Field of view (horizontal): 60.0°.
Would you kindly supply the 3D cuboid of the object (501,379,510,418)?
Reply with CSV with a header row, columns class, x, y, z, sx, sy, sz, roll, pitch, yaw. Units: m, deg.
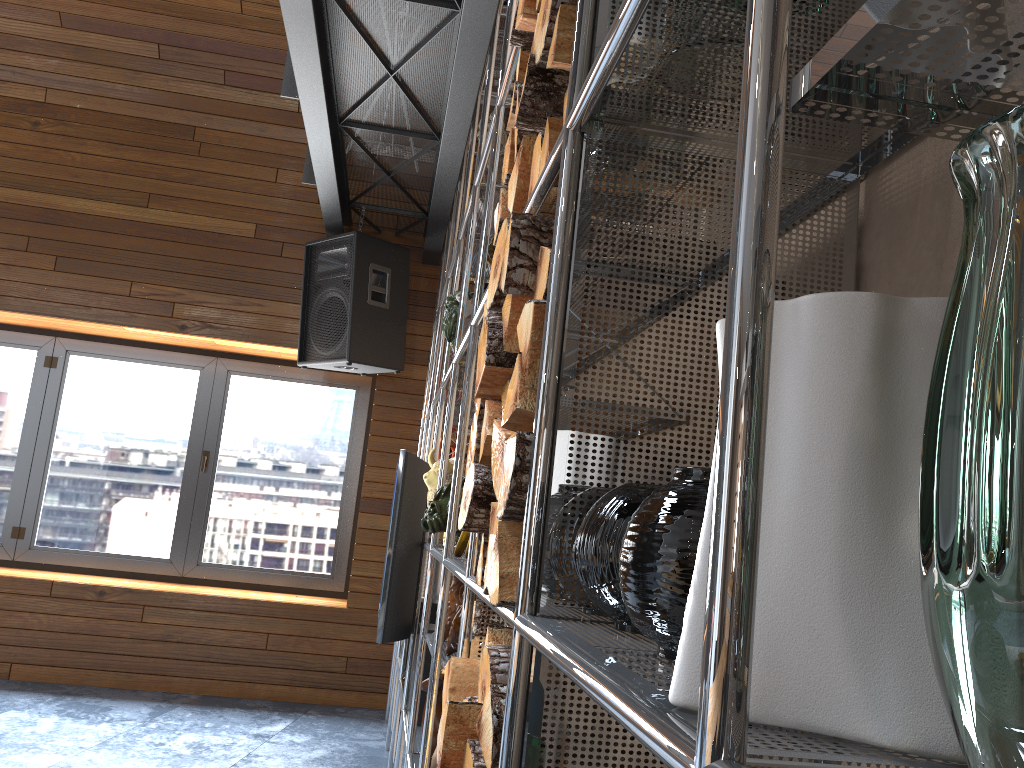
class,x,y,z,sx,sy,sz,roll,pitch,yaw
object,0.150,0.061,1.251,0.330,0.098,0.107,8,-9,-11

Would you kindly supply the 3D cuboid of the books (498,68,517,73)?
class,x,y,z,sx,sy,sz,roll,pitch,yaw
books,-0.011,-1.525,4.035,0.177,0.219,0.008,7,-9,-7

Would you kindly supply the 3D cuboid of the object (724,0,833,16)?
class,x,y,z,sx,sy,sz,roll,pitch,yaw
object,0.243,-0.465,0.772,0.113,0.253,0.112,7,-9,-7

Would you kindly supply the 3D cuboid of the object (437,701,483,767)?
class,x,y,z,sx,sy,sz,roll,pitch,yaw
object,0.087,0.465,1.122,0.362,0.115,0.098,7,-9,-8

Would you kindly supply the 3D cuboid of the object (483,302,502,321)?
class,x,y,z,sx,sy,sz,roll,pitch,yaw
object,0.134,-0.064,1.409,0.362,0.115,0.098,7,-9,-8

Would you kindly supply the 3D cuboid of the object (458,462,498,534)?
class,x,y,z,sx,sy,sz,roll,pitch,yaw
object,0.079,0.191,1.347,0.312,0.110,0.103,8,-9,-11

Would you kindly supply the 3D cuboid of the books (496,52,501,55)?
class,x,y,z,sx,sy,sz,roll,pitch,yaw
books,-0.023,-1.554,3.892,0.122,0.230,0.017,7,-9,-7

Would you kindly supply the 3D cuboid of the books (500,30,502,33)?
class,x,y,z,sx,sy,sz,roll,pitch,yaw
books,0.009,-1.562,3.738,0.131,0.205,0.051,7,-9,-7

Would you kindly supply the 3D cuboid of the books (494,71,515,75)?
class,x,y,z,sx,sy,sz,roll,pitch,yaw
books,-0.021,-1.523,4.053,0.164,0.219,0.010,7,-9,-7

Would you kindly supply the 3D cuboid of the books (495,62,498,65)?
class,x,y,z,sx,sy,sz,roll,pitch,yaw
books,-0.028,-1.528,3.982,0.125,0.206,0.019,7,-9,-7

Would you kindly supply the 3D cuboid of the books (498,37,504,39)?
class,x,y,z,sx,sy,sz,roll,pitch,yaw
books,0.003,-1.559,3.780,0.133,0.218,0.051,7,-9,-8

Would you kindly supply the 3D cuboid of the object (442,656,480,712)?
class,x,y,z,sx,sy,sz,roll,pitch,yaw
object,0.043,0.497,1.394,0.299,0.119,0.151,7,-9,-5

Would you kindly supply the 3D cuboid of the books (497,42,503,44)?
class,x,y,z,sx,sy,sz,roll,pitch,yaw
books,0.005,-1.554,3.829,0.155,0.215,0.055,7,-9,-7

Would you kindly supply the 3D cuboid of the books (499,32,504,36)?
class,x,y,z,sx,sy,sz,roll,pitch,yaw
books,0.012,-1.548,3.750,0.120,0.188,0.048,7,-9,-7

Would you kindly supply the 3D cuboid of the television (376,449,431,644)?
class,x,y,z,sx,sy,sz,roll,pitch,yaw
television,-0.427,0.611,3.461,0.115,0.639,1.074,7,-9,-7

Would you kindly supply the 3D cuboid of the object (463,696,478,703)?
class,x,y,z,sx,sy,sz,roll,pitch,yaw
object,0.079,0.512,1.284,0.303,0.090,0.098,7,-9,-8

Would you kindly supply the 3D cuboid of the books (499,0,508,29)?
class,x,y,z,sx,sy,sz,roll,pitch,yaw
books,0.010,-1.560,3.707,0.138,0.191,0.049,7,-9,-7

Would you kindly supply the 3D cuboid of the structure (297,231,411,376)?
class,x,y,z,sx,sy,sz,roll,pitch,yaw
structure,-0.844,-0.419,4.846,0.461,0.735,0.487,-2,-12,42

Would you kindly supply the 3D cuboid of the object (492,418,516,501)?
class,x,y,z,sx,sy,sz,roll,pitch,yaw
object,0.137,0.109,1.164,0.329,0.135,0.095,8,-9,-11

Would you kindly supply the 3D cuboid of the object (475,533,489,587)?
class,x,y,z,sx,sy,sz,roll,pitch,yaw
object,0.101,0.284,1.368,0.303,0.095,0.087,7,-9,-7

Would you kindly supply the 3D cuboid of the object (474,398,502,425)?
class,x,y,z,sx,sy,sz,roll,pitch,yaw
object,0.108,0.038,1.420,0.329,0.107,0.128,7,-9,-7

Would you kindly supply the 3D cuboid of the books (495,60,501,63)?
class,x,y,z,sx,sy,sz,roll,pitch,yaw
books,-0.014,-1.537,3.966,0.161,0.223,0.017,7,-9,-7

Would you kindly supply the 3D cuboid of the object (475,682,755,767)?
class,x,y,z,sx,sy,sz,roll,pitch,yaw
object,0.117,0.393,1.036,0.308,0.107,0.121,8,-9,-11

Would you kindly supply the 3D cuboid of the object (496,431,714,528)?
class,x,y,z,sx,sy,sz,roll,pitch,yaw
object,0.150,0.127,1.048,0.321,0.109,0.110,7,-9,-7

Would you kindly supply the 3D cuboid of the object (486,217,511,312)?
class,x,y,z,sx,sy,sz,roll,pitch,yaw
object,0.124,-0.153,1.335,0.312,0.150,0.140,8,-9,-11

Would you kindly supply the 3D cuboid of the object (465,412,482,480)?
class,x,y,z,sx,sy,sz,roll,pitch,yaw
object,0.073,0.130,1.438,0.286,0.143,0.143,7,-9,-8

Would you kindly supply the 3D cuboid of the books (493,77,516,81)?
class,x,y,z,sx,sy,sz,roll,pitch,yaw
books,-0.047,-1.601,4.515,0.234,0.016,0.182,7,-9,-7

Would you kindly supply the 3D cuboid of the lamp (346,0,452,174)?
class,x,y,z,sx,sy,sz,roll,pitch,yaw
lamp,-0.575,-1.559,4.368,0.475,1.002,0.475,4,-9,16

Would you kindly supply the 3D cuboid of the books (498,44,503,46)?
class,x,y,z,sx,sy,sz,roll,pitch,yaw
books,-0.005,-1.555,3.848,0.117,0.221,0.054,7,-9,-7

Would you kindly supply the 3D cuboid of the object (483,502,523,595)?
class,x,y,z,sx,sy,sz,roll,pitch,yaw
object,0.152,0.235,1.142,0.362,0.131,0.154,7,-9,-7

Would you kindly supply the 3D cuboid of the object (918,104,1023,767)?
class,x,y,z,sx,sy,sz,roll,pitch,yaw
object,0.231,0.036,0.331,0.144,0.264,0.142,2,-10,22

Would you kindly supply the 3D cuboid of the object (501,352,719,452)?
class,x,y,z,sx,sy,sz,roll,pitch,yaw
object,0.160,0.037,1.078,0.331,0.110,0.107,8,-9,-9

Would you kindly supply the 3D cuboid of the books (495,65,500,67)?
class,x,y,z,sx,sy,sz,roll,pitch,yaw
books,-0.041,-1.510,3.994,0.119,0.172,0.014,7,-9,-7

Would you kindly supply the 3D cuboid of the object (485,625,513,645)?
class,x,y,z,sx,sy,sz,roll,pitch,yaw
object,0.103,0.435,1.315,0.289,0.121,0.107,7,-9,-6

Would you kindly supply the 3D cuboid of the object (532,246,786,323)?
class,x,y,z,sx,sy,sz,roll,pitch,yaw
object,0.180,-0.107,1.140,0.299,0.119,0.151,7,-9,-5

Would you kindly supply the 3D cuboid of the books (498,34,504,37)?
class,x,y,z,sx,sy,sz,roll,pitch,yaw
books,0.017,-1.560,3.768,0.137,0.216,0.049,7,-9,-7

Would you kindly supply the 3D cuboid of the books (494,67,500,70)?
class,x,y,z,sx,sy,sz,roll,pitch,yaw
books,-0.045,-1.521,4.020,0.127,0.201,0.011,7,-9,-7

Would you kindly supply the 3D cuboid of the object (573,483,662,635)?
class,x,y,z,sx,sy,sz,roll,pitch,yaw
object,0.138,0.176,0.899,0.150,0.146,0.148,11,-10,-27

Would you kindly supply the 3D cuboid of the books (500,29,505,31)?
class,x,y,z,sx,sy,sz,roll,pitch,yaw
books,0.011,-1.568,3.725,0.137,0.216,0.049,7,-9,-7

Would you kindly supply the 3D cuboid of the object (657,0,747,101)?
class,x,y,z,sx,sy,sz,roll,pitch,yaw
object,0.226,-0.472,0.934,0.122,0.313,0.122,4,-9,13

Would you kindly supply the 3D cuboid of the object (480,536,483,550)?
class,x,y,z,sx,sy,sz,roll,pitch,yaw
object,0.094,0.286,1.457,0.287,0.112,0.126,7,-9,-8

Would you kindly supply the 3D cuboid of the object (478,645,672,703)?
class,x,y,z,sx,sy,sz,roll,pitch,yaw
object,0.113,0.407,1.220,0.312,0.150,0.140,8,-9,-11

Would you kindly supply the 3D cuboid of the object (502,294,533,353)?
class,x,y,z,sx,sy,sz,roll,pitch,yaw
object,0.138,-0.067,1.241,0.303,0.090,0.098,7,-9,-8

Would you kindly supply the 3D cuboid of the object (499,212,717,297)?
class,x,y,z,sx,sy,sz,roll,pitch,yaw
object,0.132,-0.154,1.236,0.289,0.121,0.107,7,-9,-6

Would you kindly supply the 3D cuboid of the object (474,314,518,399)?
class,x,y,z,sx,sy,sz,roll,pitch,yaw
object,0.112,-0.023,1.308,0.321,0.128,0.164,7,-9,-8

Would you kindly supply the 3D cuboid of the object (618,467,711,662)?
class,x,y,z,sx,sy,sz,roll,pitch,yaw
object,0.163,0.149,0.727,0.151,0.154,0.151,7,-9,-4

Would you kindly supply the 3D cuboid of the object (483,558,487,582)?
class,x,y,z,sx,sy,sz,roll,pitch,yaw
object,0.118,0.255,1.262,0.299,0.114,0.135,8,-9,-9

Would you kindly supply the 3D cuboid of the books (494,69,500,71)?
class,x,y,z,sx,sy,sz,roll,pitch,yaw
books,-0.018,-1.524,4.044,0.171,0.220,0.010,7,-9,-7

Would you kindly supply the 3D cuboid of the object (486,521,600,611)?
class,x,y,z,sx,sy,sz,roll,pitch,yaw
object,0.141,0.221,1.041,0.330,0.105,0.107,8,-9,-10

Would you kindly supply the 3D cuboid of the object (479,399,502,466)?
class,x,y,z,sx,sy,sz,roll,pitch,yaw
object,0.121,0.083,1.326,0.331,0.110,0.101,7,-9,-5

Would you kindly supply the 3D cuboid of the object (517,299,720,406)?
class,x,y,z,sx,sy,sz,roll,pitch,yaw
object,0.160,-0.030,1.089,0.308,0.120,0.097,8,-9,-12

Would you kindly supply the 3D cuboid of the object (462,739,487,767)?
class,x,y,z,sx,sy,sz,roll,pitch,yaw
object,0.094,0.480,1.017,0.299,0.114,0.135,8,-9,-9

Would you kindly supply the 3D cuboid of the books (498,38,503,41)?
class,x,y,z,sx,sy,sz,roll,pitch,yaw
books,0.002,-1.547,3.790,0.126,0.197,0.047,7,-9,-7

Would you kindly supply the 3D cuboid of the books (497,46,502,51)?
class,x,y,z,sx,sy,sz,roll,pitch,yaw
books,-0.027,-1.531,3.865,0.112,0.177,0.009,7,-9,-7

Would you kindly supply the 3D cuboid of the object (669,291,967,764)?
class,x,y,z,sx,sy,sz,roll,pitch,yaw
object,0.207,0.081,0.553,0.175,0.241,0.165,1,-10,28
